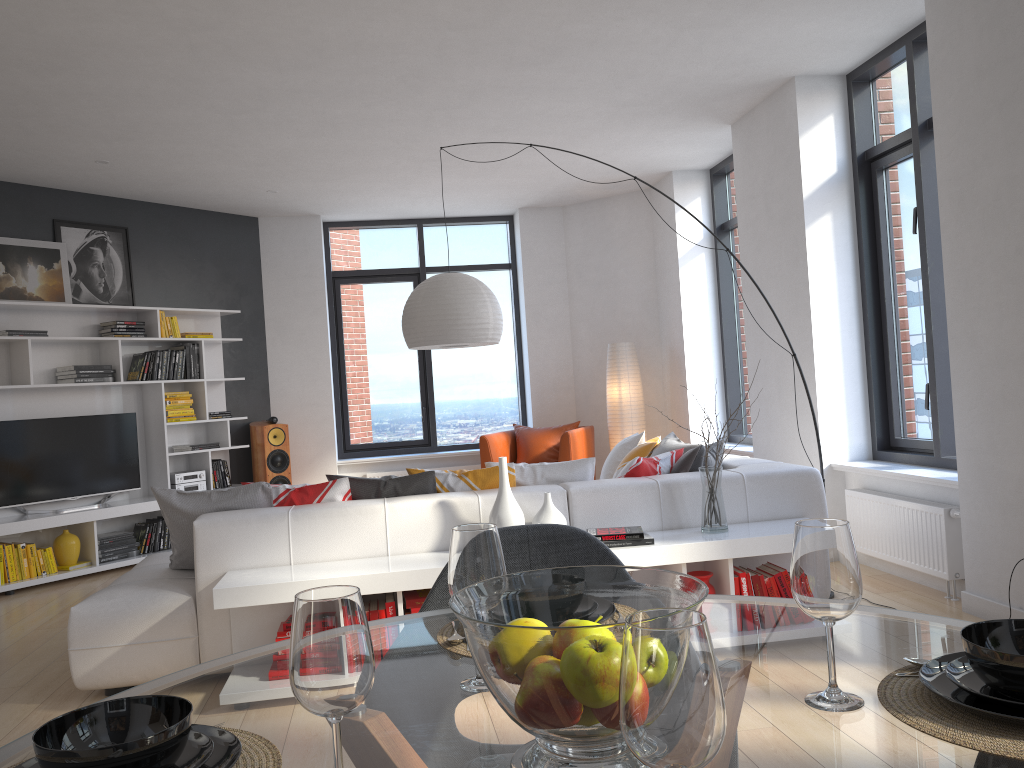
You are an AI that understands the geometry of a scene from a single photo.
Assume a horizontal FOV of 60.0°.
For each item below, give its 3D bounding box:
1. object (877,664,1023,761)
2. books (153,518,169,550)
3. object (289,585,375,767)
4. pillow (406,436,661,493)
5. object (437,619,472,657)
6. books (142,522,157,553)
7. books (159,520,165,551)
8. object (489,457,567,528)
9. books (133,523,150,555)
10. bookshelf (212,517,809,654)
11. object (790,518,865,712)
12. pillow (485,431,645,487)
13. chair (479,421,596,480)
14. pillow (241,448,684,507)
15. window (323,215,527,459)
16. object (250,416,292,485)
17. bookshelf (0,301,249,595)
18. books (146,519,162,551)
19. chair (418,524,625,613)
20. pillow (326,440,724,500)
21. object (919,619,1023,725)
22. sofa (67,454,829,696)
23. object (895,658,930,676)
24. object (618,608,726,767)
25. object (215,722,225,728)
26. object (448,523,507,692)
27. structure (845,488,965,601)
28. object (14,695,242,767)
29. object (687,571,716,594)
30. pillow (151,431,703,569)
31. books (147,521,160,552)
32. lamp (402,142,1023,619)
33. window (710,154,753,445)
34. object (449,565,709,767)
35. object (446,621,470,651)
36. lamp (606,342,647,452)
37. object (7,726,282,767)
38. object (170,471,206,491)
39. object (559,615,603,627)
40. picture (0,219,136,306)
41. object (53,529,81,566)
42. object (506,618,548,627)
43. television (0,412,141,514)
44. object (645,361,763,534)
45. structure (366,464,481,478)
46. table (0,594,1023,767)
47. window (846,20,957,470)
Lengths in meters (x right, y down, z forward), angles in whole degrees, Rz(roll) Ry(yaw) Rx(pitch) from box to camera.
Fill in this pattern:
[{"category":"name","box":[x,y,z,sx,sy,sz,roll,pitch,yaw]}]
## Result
[{"category":"object","box":[0.622,0.373,1.038,0.360,0.002,0.360,-4,0,34]},{"category":"books","box":[-2.867,1.221,7.224,0.191,0.249,0.084,-4,0,36]},{"category":"object","box":[-0.175,0.315,0.874,0.083,0.220,0.083,-4,0,20]},{"category":"pillow","box":[0.277,0.579,5.009,0.630,0.440,2.095,-4,-1,38]},{"category":"object","box":[0.052,0.414,1.504,0.360,0.002,0.360,-4,0,34]},{"category":"books","box":[-2.929,1.233,7.118,0.169,0.233,0.081,-4,0,35]},{"category":"books","box":[-2.885,1.227,7.191,0.179,0.243,0.068,-4,0,35]},{"category":"object","box":[0.056,0.507,3.812,0.316,0.398,0.319,-4,0,15]},{"category":"books","box":[-2.975,1.235,7.071,0.182,0.234,0.104,-4,0,36]},{"category":"bookshelf","box":[0.128,0.951,3.757,2.600,0.500,0.356,-4,0,-9]},{"category":"object","box":[0.387,0.279,1.086,0.083,0.220,0.083,-4,-1,42]},{"category":"pillow","box":[0.434,0.553,5.286,0.580,0.456,2.156,-4,0,17]},{"category":"chair","box":[0.284,0.789,8.152,0.896,0.858,0.843,-4,0,23]},{"category":"pillow","box":[-0.161,0.615,4.392,2.250,0.449,0.575,-4,0,-11]},{"category":"window","box":[-0.881,-0.498,9.171,1.960,2.402,0.170,-4,0,-9]},{"category":"object","box":[-2.234,0.844,8.166,0.290,1.088,0.434,-3,-1,-39]},{"category":"bookshelf","box":[-3.304,0.423,6.745,0.455,2.052,3.000,-4,0,36]},{"category":"books","box":[-2.906,1.221,7.173,0.192,0.254,0.075,-4,0,35]},{"category":"chair","box":[0.075,0.741,1.587,0.655,0.891,0.619,-4,0,-2]},{"category":"pillow","box":[0.158,0.568,4.449,2.120,0.436,0.608,-4,0,-13]},{"category":"object","box":[0.619,0.335,1.044,0.258,0.074,0.258,-4,0,11]},{"category":"sofa","box":[-0.357,0.877,5.186,3.424,0.732,2.614,-4,0,-9]},{"category":"object","box":[0.610,0.366,1.045,0.206,0.015,0.309,-4,0,-4]},{"category":"object","box":[0.128,0.294,0.698,0.083,0.220,0.083,-4,-1,42]},{"category":"object","box":[-0.435,0.435,0.961,0.206,0.015,0.309,-4,0,-4]},{"category":"object","box":[-0.045,0.309,1.239,0.083,0.220,0.083,-4,0,-37]},{"category":"structure","box":[2.124,0.845,4.789,0.110,0.460,1.015,-4,0,-9]},{"category":"object","box":[-0.431,0.404,0.968,0.258,0.074,0.258,-4,0,-28]},{"category":"object","box":[0.819,0.947,3.831,0.125,0.258,0.125,-4,0,-31]},{"category":"pillow","box":[-0.308,0.596,4.705,2.953,0.453,0.647,-4,0,-21]},{"category":"books","box":[-2.898,1.228,7.139,0.172,0.242,0.069,-4,0,37]},{"category":"lamp","box":[0.844,-0.166,4.698,3.199,2.647,0.710,-4,0,27]},{"category":"window","box":[1.997,-0.704,7.157,0.170,2.402,1.310,-4,0,-9]},{"category":"object","box":[0.077,0.317,0.959,0.278,0.184,0.278,-4,0,0]},{"category":"object","box":[0.042,0.407,1.503,0.309,0.015,0.206,-4,0,-4]},{"category":"lamp","box":[1.183,0.384,8.012,0.804,1.550,0.502,-4,-1,42]},{"category":"object","box":[-0.436,0.443,0.967,0.360,0.002,0.360,-4,0,-34]},{"category":"object","box":[-2.784,0.833,7.492,0.270,0.174,0.285,-4,0,36]},{"category":"object","box":[0.077,0.283,0.951,0.070,0.062,0.069,-4,0,32]},{"category":"picture","box":[-3.550,-0.938,6.893,0.076,0.707,1.279,-4,0,36]},{"category":"object","box":[-3.309,1.212,6.591,0.185,0.257,0.185,-4,0,14]},{"category":"object","box":[0.014,0.298,0.987,0.077,0.073,0.078,-4,-1,41]},{"category":"television","box":[-3.385,0.603,6.802,0.207,0.704,1.102,-4,0,36]},{"category":"object","box":[0.903,0.277,3.864,0.406,0.744,0.607,-4,0,31]},{"category":"structure","box":[-0.696,1.061,8.839,1.474,0.460,0.110,-4,0,-9]},{"category":"table","box":[0.113,0.790,0.968,1.499,0.764,1.499,-4,0,-19]},{"category":"window","box":[2.340,-0.743,4.882,0.170,2.402,1.310,-4,0,-9]}]
